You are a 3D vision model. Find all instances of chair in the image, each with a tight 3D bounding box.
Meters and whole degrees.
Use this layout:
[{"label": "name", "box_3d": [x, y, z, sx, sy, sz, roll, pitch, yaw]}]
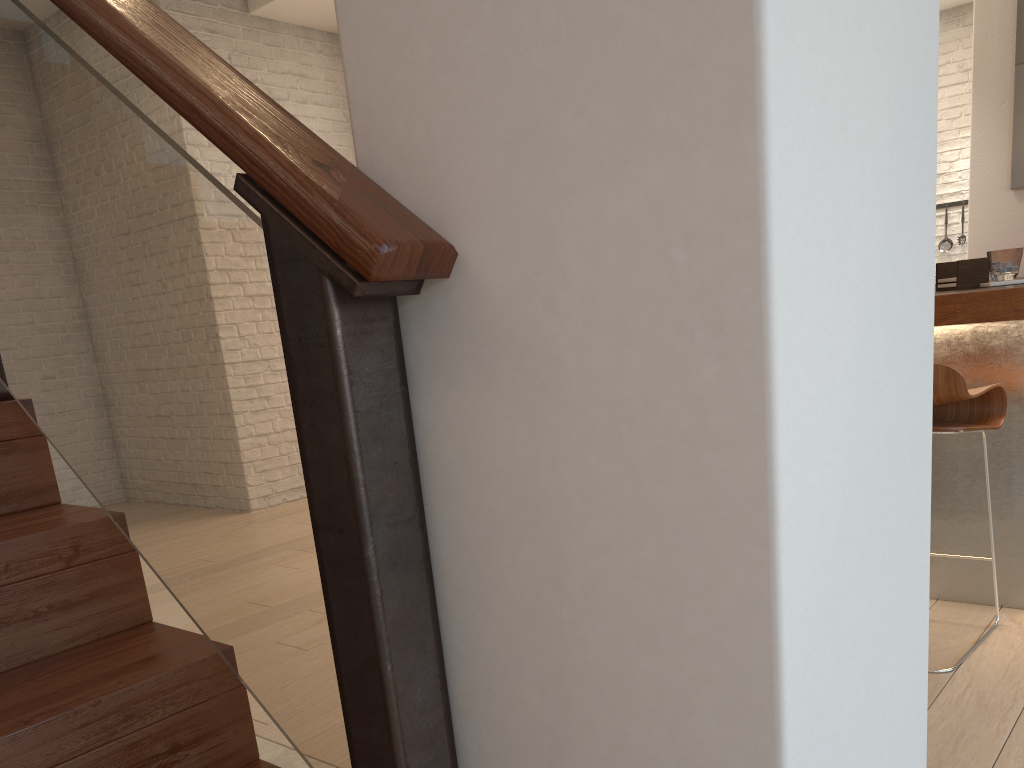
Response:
[{"label": "chair", "box_3d": [1.046, 0.322, 2.336, 0.402, 0.801, 0.410, 4, 15, 39]}]

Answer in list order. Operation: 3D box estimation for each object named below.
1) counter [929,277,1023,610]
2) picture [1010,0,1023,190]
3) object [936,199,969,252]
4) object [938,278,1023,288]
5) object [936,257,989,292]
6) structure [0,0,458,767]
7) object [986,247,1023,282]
[{"label": "counter", "box_3d": [1.597, 0.111, 3.360, 1.680, 0.950, 2.431, 0, 8, 40]}, {"label": "picture", "box_3d": [2.507, -1.417, 3.701, 0.651, 1.049, 0.019, 3, 16, 38]}, {"label": "object", "box_3d": [3.406, -1.176, 6.491, 0.667, 0.402, 0.136, -1, 13, 39]}, {"label": "object", "box_3d": [1.396, -0.297, 2.452, 0.393, 0.036, 0.193, -2, 6, 44]}, {"label": "object", "box_3d": [1.321, -0.321, 2.558, 0.094, 0.085, 0.111, -7, 8, -5]}, {"label": "structure", "box_3d": [-0.132, -1.229, 1.328, 10.122, 4.275, 13.494, -1, 7, 40]}, {"label": "object", "box_3d": [1.368, -0.329, 2.421, 0.089, 0.087, 0.090, -12, 11, -34]}]
